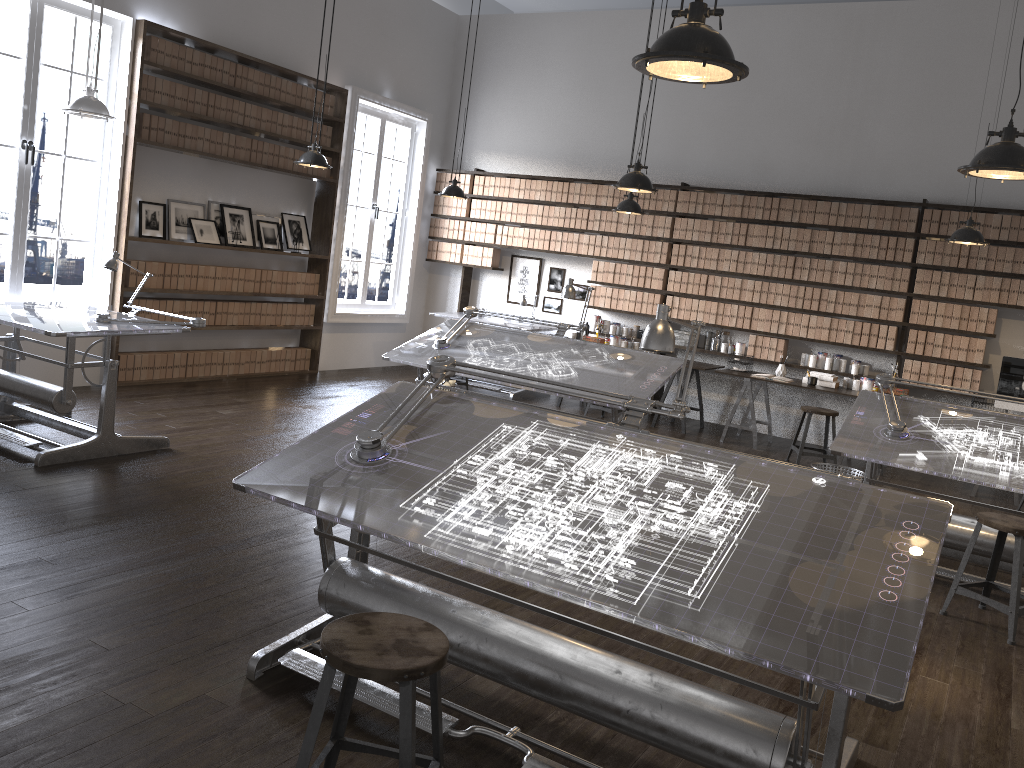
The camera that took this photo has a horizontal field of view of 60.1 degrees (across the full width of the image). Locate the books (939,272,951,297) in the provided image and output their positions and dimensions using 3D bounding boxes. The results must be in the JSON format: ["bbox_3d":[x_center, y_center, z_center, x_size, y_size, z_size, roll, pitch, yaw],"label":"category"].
[{"bbox_3d":[3.931,-0.900,8.034,0.067,0.224,0.174,10,7,29],"label":"books"}]

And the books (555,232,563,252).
[{"bbox_3d":[0.565,-1.594,9.982,0.067,0.224,0.174,10,7,29],"label":"books"}]

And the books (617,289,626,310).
[{"bbox_3d":[1.215,-0.914,9.619,0.067,0.224,0.174,10,7,29],"label":"books"}]

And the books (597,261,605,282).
[{"bbox_3d":[1.010,-1.229,9.730,0.067,0.224,0.175,10,7,29],"label":"books"}]

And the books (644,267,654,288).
[{"bbox_3d":[1.490,-1.130,9.456,0.067,0.224,0.175,10,7,29],"label":"books"}]

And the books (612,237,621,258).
[{"bbox_3d":[1.168,-1.477,9.637,0.067,0.224,0.175,10,7,29],"label":"books"}]

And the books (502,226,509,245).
[{"bbox_3d":[-0.037,-1.720,10.330,0.067,0.225,0.175,10,7,29],"label":"books"}]

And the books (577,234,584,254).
[{"bbox_3d":[0.803,-1.545,9.848,0.067,0.224,0.175,10,7,29],"label":"books"}]

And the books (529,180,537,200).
[{"bbox_3d":[0.282,-2.212,10.144,0.067,0.224,0.174,10,7,29],"label":"books"}]

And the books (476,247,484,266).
[{"bbox_3d":[-0.338,-1.509,10.507,0.067,0.225,0.175,10,7,29],"label":"books"}]

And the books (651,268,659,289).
[{"bbox_3d":[1.554,-1.116,9.416,0.067,0.224,0.175,10,7,29],"label":"books"}]

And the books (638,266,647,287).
[{"bbox_3d":[1.424,-1.143,9.488,0.067,0.225,0.175,10,7,29],"label":"books"}]

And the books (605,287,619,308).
[{"bbox_3d":[1.092,-0.938,9.684,0.067,0.225,0.175,10,7,29],"label":"books"}]

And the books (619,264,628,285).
[{"bbox_3d":[1.241,-1.182,9.599,0.067,0.224,0.174,10,7,29],"label":"books"}]

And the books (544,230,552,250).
[{"bbox_3d":[0.440,-1.620,10.053,0.067,0.225,0.175,10,7,29],"label":"books"}]

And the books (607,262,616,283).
[{"bbox_3d":[1.119,-1.206,9.663,0.067,0.225,0.175,10,7,29],"label":"books"}]

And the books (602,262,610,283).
[{"bbox_3d":[1.065,-1.218,9.700,0.067,0.224,0.175,10,7,29],"label":"books"}]

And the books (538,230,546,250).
[{"bbox_3d":[0.379,-1.634,10.095,0.067,0.224,0.175,10,7,29],"label":"books"}]

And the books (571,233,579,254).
[{"bbox_3d":[0.743,-1.557,9.877,0.067,0.225,0.175,10,7,29],"label":"books"}]

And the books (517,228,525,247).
[{"bbox_3d":[0.143,-1.682,10.227,0.067,0.224,0.174,10,7,29],"label":"books"}]

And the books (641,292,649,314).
[{"bbox_3d":[1.451,-0.864,9.479,0.067,0.224,0.175,10,7,29],"label":"books"}]

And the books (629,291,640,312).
[{"bbox_3d":[1.333,-0.888,9.543,0.067,0.224,0.175,10,7,29],"label":"books"}]

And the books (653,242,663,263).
[{"bbox_3d":[1.578,-1.391,9.395,0.067,0.224,0.174,10,7,29],"label":"books"}]

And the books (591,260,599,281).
[{"bbox_3d":[0.947,-1.242,9.764,0.067,0.225,0.175,10,7,29],"label":"books"}]

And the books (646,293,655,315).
[{"bbox_3d":[1.508,-0.853,9.449,0.067,0.224,0.175,10,7,29],"label":"books"}]

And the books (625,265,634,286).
[{"bbox_3d":[1.299,-1.169,9.561,0.067,0.224,0.174,10,7,29],"label":"books"}]

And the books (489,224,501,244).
[{"bbox_3d":[-0.183,-1.757,10.413,0.067,0.225,0.175,10,7,29],"label":"books"}]

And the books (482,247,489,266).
[{"bbox_3d":[-0.275,-1.497,10.478,0.067,0.224,0.174,10,7,29],"label":"books"}]

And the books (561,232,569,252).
[{"bbox_3d":[0.628,-1.582,9.950,0.067,0.224,0.174,10,7,29],"label":"books"}]

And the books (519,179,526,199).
[{"bbox_3d":[0.160,-2.236,10.208,0.067,0.225,0.175,10,7,29],"label":"books"}]

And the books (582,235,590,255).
[{"bbox_3d":[0.856,-1.534,9.815,0.067,0.224,0.175,10,7,29],"label":"books"}]

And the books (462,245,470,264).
[{"bbox_3d":[-0.510,-1.546,10.608,0.067,0.225,0.175,10,7,29],"label":"books"}]

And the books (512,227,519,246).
[{"bbox_3d":[0.086,-1.695,10.265,0.067,0.224,0.174,10,7,29],"label":"books"}]

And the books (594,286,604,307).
[{"bbox_3d":[0.978,-0.963,9.754,0.067,0.224,0.175,10,7,29],"label":"books"}]

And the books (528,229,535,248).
[{"bbox_3d":[0.265,-1.656,10.153,0.067,0.225,0.175,10,7,29],"label":"books"}]

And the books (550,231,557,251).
[{"bbox_3d":[0.507,-1.607,10.021,0.067,0.224,0.175,10,7,29],"label":"books"}]

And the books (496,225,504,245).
[{"bbox_3d":[-0.106,-1.734,10.372,0.067,0.224,0.175,10,7,29],"label":"books"}]

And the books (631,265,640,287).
[{"bbox_3d":[1.362,-1.156,9.530,0.067,0.224,0.175,10,7,29],"label":"books"}]

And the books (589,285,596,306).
[{"bbox_3d":[0.919,-0.974,9.783,0.067,0.225,0.175,10,7,29],"label":"books"}]

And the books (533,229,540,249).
[{"bbox_3d":[0.322,-1.645,10.125,0.067,0.224,0.175,10,7,29],"label":"books"}]

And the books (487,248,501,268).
[{"bbox_3d":[-0.216,-1.485,10.442,0.067,0.224,0.175,10,7,29],"label":"books"}]

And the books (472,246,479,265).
[{"bbox_3d":[-0.393,-1.522,10.544,0.067,0.224,0.175,10,7,29],"label":"books"}]

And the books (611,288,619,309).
[{"bbox_3d":[1.154,-0.926,9.652,0.067,0.224,0.175,10,7,29],"label":"books"}]

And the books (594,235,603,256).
[{"bbox_3d":[0.984,-1.514,9.737,0.067,0.224,0.175,10,7,29],"label":"books"}]

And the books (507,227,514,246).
[{"bbox_3d":[0.025,-1.707,10.298,0.067,0.224,0.175,10,7,29],"label":"books"}]

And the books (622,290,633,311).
[{"bbox_3d":[1.273,-0.901,9.582,0.067,0.224,0.174,10,7,29],"label":"books"}]

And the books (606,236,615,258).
[{"bbox_3d":[1.109,-1.489,9.673,0.067,0.224,0.174,10,7,29],"label":"books"}]

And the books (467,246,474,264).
[{"bbox_3d":[-0.447,-1.533,10.573,0.067,0.224,0.175,10,7,29],"label":"books"}]

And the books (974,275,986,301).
[{"bbox_3d":[4.173,-0.850,7.895,0.067,0.224,0.175,10,7,29],"label":"books"}]

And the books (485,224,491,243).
[{"bbox_3d":[-0.235,-1.769,10.448,0.067,0.224,0.175,10,7,29],"label":"books"}]

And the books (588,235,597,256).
[{"bbox_3d":[0.917,-1.521,9.778,0.067,0.225,0.175,10,7,29],"label":"books"}]

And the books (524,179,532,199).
[{"bbox_3d":[0.222,-2.224,10.176,0.067,0.224,0.175,10,7,29],"label":"books"}]

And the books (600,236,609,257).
[{"bbox_3d":[1.047,-1.501,9.704,0.067,0.224,0.174,10,7,29],"label":"books"}]

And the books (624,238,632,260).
[{"bbox_3d":[1.289,-1.451,9.564,0.067,0.224,0.175,10,7,29],"label":"books"}]

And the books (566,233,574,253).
[{"bbox_3d":[0.688,-1.569,9.915,0.067,0.224,0.175,10,7,29],"label":"books"}]

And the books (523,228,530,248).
[{"bbox_3d":[0.204,-1.669,10.189,0.067,0.224,0.175,10,7,29],"label":"books"}]

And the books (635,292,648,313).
[{"bbox_3d":[1.395,-0.875,9.507,0.067,0.225,0.175,10,7,29],"label":"books"}]

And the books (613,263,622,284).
[{"bbox_3d":[1.180,-1.194,9.634,0.067,0.224,0.175,10,7,29],"label":"books"}]

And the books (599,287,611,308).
[{"bbox_3d":[1.031,-0.951,9.721,0.067,0.224,0.175,10,7,29],"label":"books"}]
